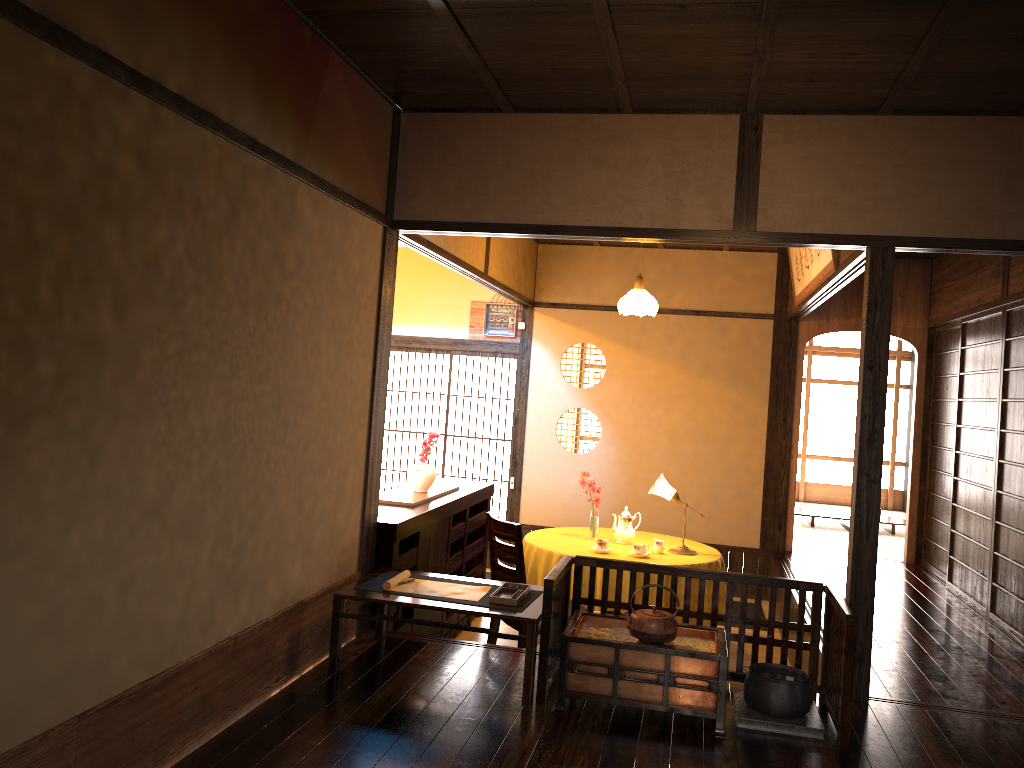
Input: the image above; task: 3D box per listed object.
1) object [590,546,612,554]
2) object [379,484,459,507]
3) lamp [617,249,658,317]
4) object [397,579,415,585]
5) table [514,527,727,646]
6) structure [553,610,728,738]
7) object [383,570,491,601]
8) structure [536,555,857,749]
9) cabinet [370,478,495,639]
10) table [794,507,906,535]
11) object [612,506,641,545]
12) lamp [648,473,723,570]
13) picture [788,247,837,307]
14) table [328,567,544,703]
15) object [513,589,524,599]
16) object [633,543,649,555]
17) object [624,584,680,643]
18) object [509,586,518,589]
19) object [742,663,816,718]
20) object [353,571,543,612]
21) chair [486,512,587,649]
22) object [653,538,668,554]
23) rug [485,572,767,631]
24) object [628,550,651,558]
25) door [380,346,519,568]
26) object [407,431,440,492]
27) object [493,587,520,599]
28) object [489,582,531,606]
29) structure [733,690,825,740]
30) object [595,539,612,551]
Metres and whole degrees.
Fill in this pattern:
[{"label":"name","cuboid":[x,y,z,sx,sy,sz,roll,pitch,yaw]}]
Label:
[{"label":"object","cuboid":[0.562,1.052,5.603,0.144,0.024,0.144,4,0,-28]},{"label":"object","cuboid":[-0.595,0.694,5.612,0.267,0.020,0.996,4,0,12]},{"label":"lamp","cuboid":[0.881,-0.866,6.043,0.249,0.811,0.276,3,-2,34]},{"label":"object","cuboid":[-0.479,0.898,4.023,0.012,0.010,0.141,4,0,27]},{"label":"table","cuboid":[0.715,1.423,5.955,1.445,0.696,1.442,4,0,12]},{"label":"structure","cuboid":[0.541,1.166,3.634,0.666,0.300,0.452,4,-1,12]},{"label":"object","cuboid":[-0.326,0.896,3.956,0.430,0.038,0.275,4,0,12]},{"label":"structure","cuboid":[0.758,1.082,3.740,1.197,0.500,0.597,4,-1,12]},{"label":"cabinet","cuboid":[-0.627,1.189,5.565,0.489,0.971,2.184,4,0,12]},{"label":"table","cuboid":[3.635,1.481,9.585,1.200,0.118,0.600,4,0,12]},{"label":"object","cuboid":[0.774,0.953,6.013,0.164,0.253,0.153,4,-1,25]},{"label":"lamp","cuboid":[1.116,1.197,5.797,0.512,1.204,0.197,4,-2,12]},{"label":"picture","cuboid":[1.971,-0.896,5.916,0.117,0.565,2.042,4,0,12]},{"label":"table","cuboid":[-0.278,1.090,3.951,0.880,0.337,0.599,4,0,12]},{"label":"object","cuboid":[0.030,0.928,3.908,0.012,0.012,0.180,4,0,12]},{"label":"object","cuboid":[0.801,1.037,5.549,0.090,0.076,0.099,4,-1,-3]},{"label":"object","cuboid":[0.583,0.930,3.636,0.198,0.216,0.198,5,-1,-39]},{"label":"object","cuboid":[0.007,0.923,3.990,0.040,0.021,0.040,4,0,-26]},{"label":"object","cuboid":[1.076,1.241,3.593,0.266,0.147,0.267,4,0,-22]},{"label":"object","cuboid":[-0.274,0.920,3.958,0.761,0.003,0.405,4,0,15]},{"label":"chair","cuboid":[0.139,1.251,5.091,0.577,0.961,0.491,5,-1,-23]},{"label":"object","cuboid":[0.952,1.043,5.724,0.083,0.098,0.078,4,-1,-19]},{"label":"rug","cuboid":[0.587,1.762,7.404,2.956,0.005,0.901,4,0,12]},{"label":"object","cuboid":[0.798,1.069,5.553,0.144,0.024,0.144,4,0,-28]},{"label":"door","cuboid":[-1.284,0.627,8.526,2.649,2.002,0.066,4,-2,12]},{"label":"object","cuboid":[-0.549,0.498,5.745,0.189,0.378,0.320,4,-1,21]},{"label":"object","cuboid":[-0.027,0.921,3.867,0.082,0.019,0.200,4,0,13]},{"label":"object","cuboid":[-0.006,0.923,3.904,0.121,0.028,0.295,4,0,13]},{"label":"structure","cuboid":[1.071,1.334,3.588,0.330,0.040,0.330,4,0,12]},{"label":"object","cuboid":[0.568,1.020,5.602,0.099,0.076,0.090,4,-1,37]}]
